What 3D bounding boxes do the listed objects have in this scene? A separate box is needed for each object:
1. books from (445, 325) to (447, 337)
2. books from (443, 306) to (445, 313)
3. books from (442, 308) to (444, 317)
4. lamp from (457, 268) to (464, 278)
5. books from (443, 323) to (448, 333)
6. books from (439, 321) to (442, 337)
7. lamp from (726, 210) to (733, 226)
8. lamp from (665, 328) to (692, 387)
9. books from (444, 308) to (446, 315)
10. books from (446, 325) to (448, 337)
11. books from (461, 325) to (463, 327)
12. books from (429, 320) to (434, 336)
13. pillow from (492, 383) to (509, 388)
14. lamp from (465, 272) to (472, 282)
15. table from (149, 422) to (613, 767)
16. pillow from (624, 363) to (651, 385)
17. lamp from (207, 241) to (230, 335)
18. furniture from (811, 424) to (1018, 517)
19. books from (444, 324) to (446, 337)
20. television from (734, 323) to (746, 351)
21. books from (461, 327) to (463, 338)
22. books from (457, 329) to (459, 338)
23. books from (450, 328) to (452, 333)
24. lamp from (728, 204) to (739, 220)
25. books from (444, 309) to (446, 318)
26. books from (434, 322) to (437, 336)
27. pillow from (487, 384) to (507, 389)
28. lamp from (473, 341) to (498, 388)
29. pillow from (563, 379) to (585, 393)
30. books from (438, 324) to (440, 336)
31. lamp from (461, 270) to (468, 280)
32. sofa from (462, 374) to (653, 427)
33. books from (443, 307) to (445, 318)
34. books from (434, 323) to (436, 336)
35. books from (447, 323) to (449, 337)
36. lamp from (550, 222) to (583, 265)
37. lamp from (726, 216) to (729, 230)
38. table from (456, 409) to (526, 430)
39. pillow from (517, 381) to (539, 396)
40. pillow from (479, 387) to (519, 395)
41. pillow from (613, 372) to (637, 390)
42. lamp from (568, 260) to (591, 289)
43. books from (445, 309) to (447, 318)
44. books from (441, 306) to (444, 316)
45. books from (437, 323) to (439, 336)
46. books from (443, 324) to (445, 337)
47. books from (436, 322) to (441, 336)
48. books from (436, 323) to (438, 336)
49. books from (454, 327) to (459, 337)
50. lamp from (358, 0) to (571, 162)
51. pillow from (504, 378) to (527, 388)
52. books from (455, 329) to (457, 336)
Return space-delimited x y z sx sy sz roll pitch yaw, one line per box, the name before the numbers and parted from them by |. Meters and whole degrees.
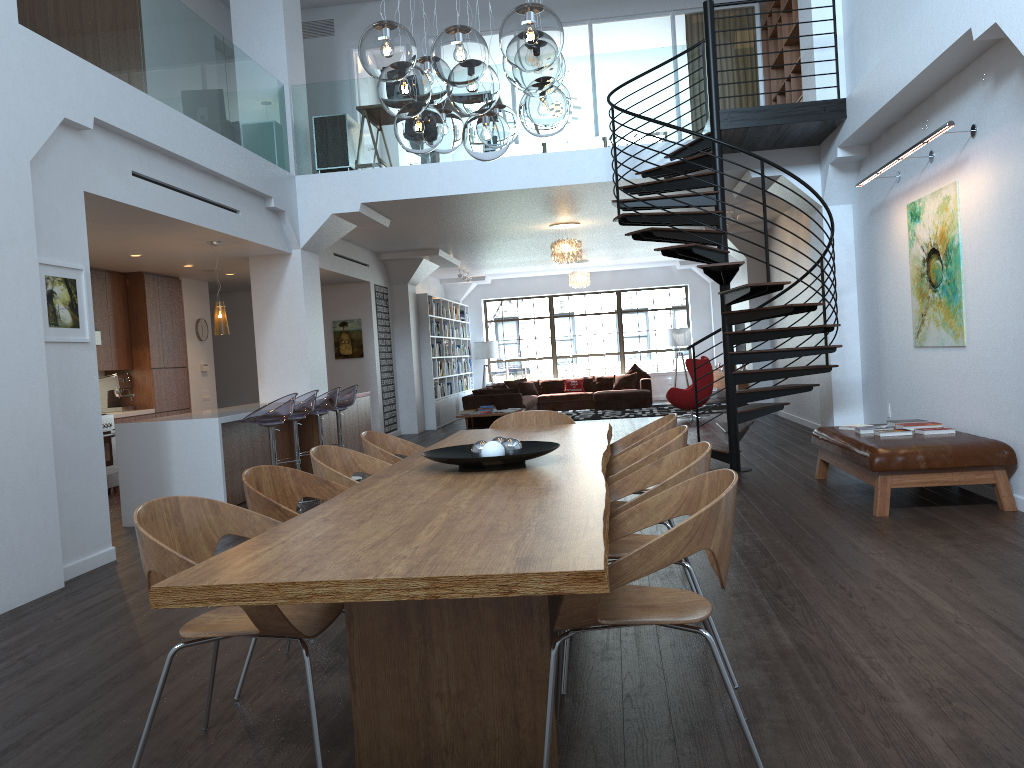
books | -1.368 -1.035 17.367 0.170 0.245 0.057 -4 2 7
books | -1.391 -1.399 17.379 0.140 0.231 0.042 -4 2 7
books | -1.404 -1.377 17.197 0.146 0.202 0.027 -4 2 7
lamp | -1.014 -2.165 17.278 0.111 0.211 0.120 -2 2 41
books | -1.357 -1.062 17.494 0.176 0.290 0.053 -4 2 7
books | -1.432 -1.036 16.830 0.176 0.291 0.053 -4 2 7
lamp | 2.969 -2.265 12.117 0.120 0.211 0.111 -5 2 -34
lamp | 3.712 -0.438 19.574 0.545 1.579 0.545 -3 2 18
books | -1.379 -1.384 17.460 0.136 0.196 0.045 -4 2 7
books | -1.358 -1.034 17.418 0.174 0.239 0.045 -4 2 7
books | -1.144 -1.134 19.378 0.176 0.290 0.036 -4 2 6
books | -1.503 -1.006 16.043 0.176 0.290 0.053 -4 2 7
pillow | -0.160 0.171 17.627 0.325 0.391 0.625 -3 2 23
lamp | -0.899 -2.204 18.295 0.120 0.211 0.111 -4 2 -19
table | -0.060 0.717 3.795 1.012 0.750 3.803 -4 2 7
pillow | 2.615 -0.154 19.023 0.651 0.587 0.335 -4 2 -15
lamp | -1.924 -1.474 9.549 2.842 1.807 0.149 -5 2 -44
furniture | 2.904 0.583 6.630 0.907 0.453 1.819 -4 2 7
books | -1.385 -1.031 17.170 0.182 0.253 0.034 -4 2 7
television | 4.414 -0.951 17.170 0.013 0.816 1.324 -4 2 6
books | -1.165 -1.107 19.150 0.183 0.253 0.034 -4 2 6
books | -1.208 -1.061 18.751 0.139 0.191 0.036 -4 2 7
books | -1.289 -1.032 18.004 0.139 0.191 0.036 -4 2 7
lamp | 2.911 -2.246 11.602 0.120 0.211 0.111 -4 2 -19
books | -1.380 -1.380 17.419 0.139 0.191 0.036 -4 2 7
books | -1.489 -1.003 16.403 0.180 0.259 0.042 -4 2 7
pillow | -0.214 0.197 16.196 0.269 0.411 0.559 -5 2 -37
lamp | -0.554 -0.177 20.168 0.545 1.579 0.545 -4 2 -4
pillow | 1.339 0.044 19.129 0.465 0.308 0.220 -4 2 3
books | -1.447 -1.004 16.665 0.174 0.240 0.054 -4 2 7
lamp | -0.957 -2.184 17.780 0.120 0.211 0.111 -5 2 -34
sofa | 1.067 0.257 17.550 3.481 0.664 4.197 -4 2 7
books | -1.399 -1.394 17.331 0.158 0.226 0.052 -4 2 7
books | -1.493 -0.997 16.317 0.183 0.253 0.042 -4 2 7
books | -1.354 -1.061 17.555 0.197 0.283 0.065 -4 2 7
lamp | 0.756 -1.958 12.424 0.442 0.539 0.441 -5 2 -41
lamp | 3.026 -2.285 12.619 0.111 0.211 0.120 -2 2 41
table | -0.340 0.621 15.168 1.100 0.271 0.853 -4 2 7
pillow | 0.321 0.095 19.103 0.489 0.337 0.238 -5 2 -24
pillow | -0.203 0.246 15.928 0.750 0.364 0.289 -4 2 6
pillow | 2.397 -0.053 18.885 0.542 0.362 0.248 -3 2 27
lamp | 1.321 -2.152 17.450 0.442 0.539 0.441 -5 2 -41
books | -1.370 -1.382 17.561 0.134 0.184 0.030 -4 2 7
books | -1.400 -1.395 17.282 0.140 0.231 0.042 -4 2 7
books | -1.470 -1.006 16.555 0.183 0.253 0.042 -4 2 7
books | -1.394 -1.021 17.071 0.174 0.239 0.045 -4 2 7
books | -1.454 -1.030 16.780 0.198 0.284 0.049 -4 2 7
books | -1.474 -1.000 16.481 0.171 0.246 0.039 -4 2 7
books | -1.209 -1.082 18.791 0.140 0.231 0.042 -4 2 7
lamp | -0.215 -2.138 4.021 0.849 2.140 1.787 -4 2 5
pillow | 0.141 0.085 19.220 0.580 0.418 0.334 -4 2 -20
books | -1.229 -1.052 18.610 0.134 0.184 0.030 -4 2 7
